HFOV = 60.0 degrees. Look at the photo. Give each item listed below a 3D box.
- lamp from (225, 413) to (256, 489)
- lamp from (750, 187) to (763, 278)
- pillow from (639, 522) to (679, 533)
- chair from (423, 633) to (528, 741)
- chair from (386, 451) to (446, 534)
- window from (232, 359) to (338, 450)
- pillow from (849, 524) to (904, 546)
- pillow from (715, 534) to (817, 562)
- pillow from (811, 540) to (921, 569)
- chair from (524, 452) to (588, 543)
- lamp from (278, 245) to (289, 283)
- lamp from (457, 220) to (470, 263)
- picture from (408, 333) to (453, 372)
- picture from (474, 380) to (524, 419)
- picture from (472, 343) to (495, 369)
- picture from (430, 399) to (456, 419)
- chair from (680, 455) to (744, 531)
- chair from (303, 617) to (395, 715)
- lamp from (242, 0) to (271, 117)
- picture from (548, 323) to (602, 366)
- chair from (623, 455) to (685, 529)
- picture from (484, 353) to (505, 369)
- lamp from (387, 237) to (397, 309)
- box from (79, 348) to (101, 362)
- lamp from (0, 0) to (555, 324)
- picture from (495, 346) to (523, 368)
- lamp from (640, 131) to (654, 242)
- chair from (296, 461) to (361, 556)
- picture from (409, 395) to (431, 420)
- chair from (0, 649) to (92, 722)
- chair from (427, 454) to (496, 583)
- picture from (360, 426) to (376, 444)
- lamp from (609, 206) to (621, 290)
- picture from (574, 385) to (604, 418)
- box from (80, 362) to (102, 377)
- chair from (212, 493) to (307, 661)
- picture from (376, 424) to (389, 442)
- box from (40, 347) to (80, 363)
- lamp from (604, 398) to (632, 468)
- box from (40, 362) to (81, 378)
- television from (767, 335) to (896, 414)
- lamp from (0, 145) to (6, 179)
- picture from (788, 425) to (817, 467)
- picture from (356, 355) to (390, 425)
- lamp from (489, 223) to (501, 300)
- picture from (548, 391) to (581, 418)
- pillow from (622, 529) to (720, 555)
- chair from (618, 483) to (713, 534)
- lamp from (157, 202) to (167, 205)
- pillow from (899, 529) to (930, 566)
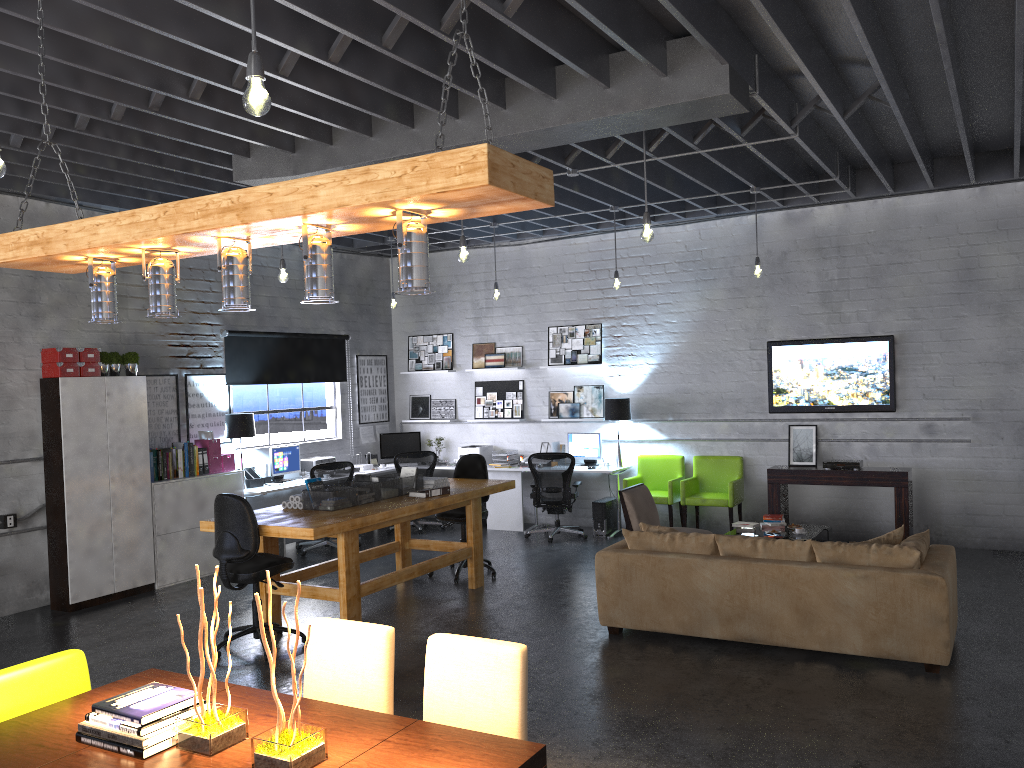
[{"bbox_3d":[-2.988,0.743,9.779,0.333,0.832,0.333,-2,1,-9],"label":"lamp"},{"bbox_3d":[2.396,-1.476,8.682,0.104,0.878,0.104,-2,1,-17],"label":"lamp"},{"bbox_3d":[1.173,1.252,6.731,0.319,0.403,0.523,-3,1,-41],"label":"pillow"},{"bbox_3d":[-0.247,1.417,3.015,0.491,0.959,0.615,-1,1,29],"label":"chair"},{"bbox_3d":[-1.295,1.359,11.348,0.731,1.032,0.753,-3,1,-37],"label":"chair"},{"bbox_3d":[-2.763,0.123,10.811,0.030,1.220,1.821,-1,1,29],"label":"window"},{"bbox_3d":[2.486,1.187,6.110,0.550,0.423,0.243,-2,1,-20],"label":"pillow"},{"bbox_3d":[1.778,1.236,6.146,0.667,0.402,0.291,-2,1,29],"label":"pillow"},{"bbox_3d":[2.342,1.219,5.819,0.663,0.386,0.308,-2,1,31],"label":"pillow"},{"bbox_3d":[0.493,1.303,10.514,0.732,1.032,0.752,-2,1,-2],"label":"chair"},{"bbox_3d":[-2.000,-1.316,7.689,0.104,0.878,0.104,-1,2,29],"label":"lamp"},{"bbox_3d":[-0.386,-1.366,6.777,0.104,0.878,0.104,-1,2,29],"label":"lamp"},{"bbox_3d":[-1.129,-0.430,12.225,0.749,0.503,0.058,-2,1,29],"label":"picture"},{"bbox_3d":[-0.175,0.209,11.716,0.749,0.503,0.058,-2,1,29],"label":"picture"},{"bbox_3d":[-0.377,-0.373,11.814,0.355,0.343,0.042,-2,1,29],"label":"picture"},{"bbox_3d":[-0.946,0.346,12.162,0.410,0.277,0.036,-2,1,29],"label":"picture"},{"bbox_3d":[2.294,1.298,10.108,0.611,0.921,0.515,-1,1,29],"label":"chair"},{"bbox_3d":[-0.758,1.432,3.304,0.491,0.959,0.615,-1,1,29],"label":"chair"},{"bbox_3d":[-0.856,-1.322,2.915,0.104,0.878,0.104,-3,2,-40],"label":"lamp"},{"bbox_3d":[0.786,-0.489,11.144,0.749,0.503,0.058,-2,1,29],"label":"picture"},{"bbox_3d":[1.689,1.317,10.449,0.611,0.921,0.515,-1,1,29],"label":"chair"},{"bbox_3d":[-0.228,-0.304,11.712,0.311,0.196,0.029,-2,1,29],"label":"picture"},{"bbox_3d":[-1.466,-1.356,10.862,0.104,0.878,0.104,-1,2,29],"label":"lamp"},{"bbox_3d":[-3.883,-0.256,8.003,0.268,0.133,0.206,-2,1,29],"label":"box"},{"bbox_3d":[-0.918,-1.153,2.803,2.130,1.842,0.366,-2,1,29],"label":"lamp"},{"bbox_3d":[-0.043,-0.350,11.623,0.410,0.277,0.036,-2,1,29],"label":"picture"},{"bbox_3d":[0.910,-1.406,6.046,0.104,0.878,0.104,-2,1,-17],"label":"lamp"},{"bbox_3d":[-2.162,1.398,10.165,0.753,1.032,0.731,-1,1,33],"label":"chair"},{"bbox_3d":[-1.281,0.323,12.353,0.355,0.343,0.042,-2,1,29],"label":"picture"},{"bbox_3d":[-1.584,1.499,3.223,0.609,0.909,0.636,-1,1,29],"label":"chair"},{"bbox_3d":[-0.463,1.282,8.633,0.659,1.165,0.686,-1,1,28],"label":"chair"},{"bbox_3d":[-1.955,0.687,12.014,0.036,0.221,0.289,-1,1,29],"label":"picture"},{"bbox_3d":[1.100,-1.436,9.413,0.104,0.878,0.104,-1,2,29],"label":"lamp"},{"bbox_3d":[0.960,0.221,11.083,0.410,0.408,0.047,-1,1,29],"label":"picture"},{"bbox_3d":[-3.878,-0.126,8.006,0.270,0.131,0.206,-2,1,29],"label":"box"},{"bbox_3d":[-1.887,1.347,6.494,0.659,1.165,0.686,-1,1,28],"label":"chair"},{"bbox_3d":[-1.784,0.678,12.317,0.036,0.221,0.289,-1,1,29],"label":"picture"},{"bbox_3d":[-3.985,-0.250,7.821,0.270,0.131,0.206,-2,1,29],"label":"box"},{"bbox_3d":[1.281,0.588,10.681,0.333,0.832,0.333,-2,1,-9],"label":"lamp"},{"bbox_3d":[-3.980,-0.121,7.824,0.270,0.131,0.206,-2,1,29],"label":"box"},{"bbox_3d":[3.453,-0.091,9.650,1.324,0.816,0.021,-2,1,29],"label":"television"},{"bbox_3d":[-2.151,-1.282,3.646,0.104,0.878,0.104,-3,2,-43],"label":"lamp"},{"bbox_3d":[3.214,0.680,9.801,0.308,0.457,0.092,-1,1,29],"label":"picture"},{"bbox_3d":[-1.901,0.070,12.148,0.020,0.935,0.658,-1,1,29],"label":"picture"},{"bbox_3d":[-0.191,-1.396,10.142,0.104,0.878,0.104,-1,2,29],"label":"lamp"},{"bbox_3d":[0.664,0.262,11.242,0.452,0.345,0.054,-2,1,29],"label":"picture"},{"bbox_3d":[1.190,1.254,6.478,0.704,0.402,0.291,-2,1,29],"label":"pillow"},{"bbox_3d":[1.443,1.380,8.205,0.725,0.842,0.574,-1,1,29],"label":"chair"},{"bbox_3d":[-3.291,-1.276,8.418,0.104,0.878,0.104,-1,2,29],"label":"lamp"},{"bbox_3d":[2.695,1.224,6.035,0.238,0.375,0.749,-1,1,29],"label":"pillow"}]
